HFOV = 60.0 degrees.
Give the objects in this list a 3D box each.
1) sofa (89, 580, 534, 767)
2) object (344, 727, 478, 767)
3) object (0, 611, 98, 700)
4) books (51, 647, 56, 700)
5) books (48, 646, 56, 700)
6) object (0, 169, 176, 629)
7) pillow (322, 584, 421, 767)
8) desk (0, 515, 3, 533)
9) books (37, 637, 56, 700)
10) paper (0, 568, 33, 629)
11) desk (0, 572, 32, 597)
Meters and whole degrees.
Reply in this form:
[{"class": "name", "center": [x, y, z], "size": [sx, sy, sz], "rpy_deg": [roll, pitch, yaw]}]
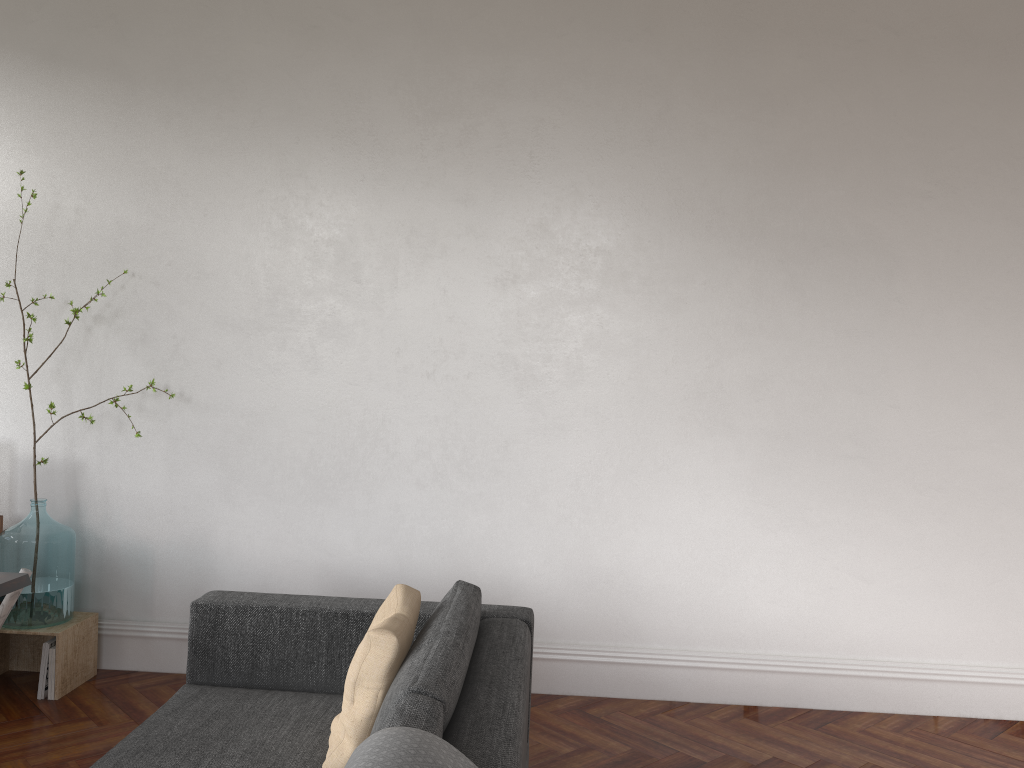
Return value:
[{"class": "sofa", "center": [-0.609, 1.089, 2.049], "size": [1.262, 0.829, 2.644], "rpy_deg": [2, 1, 2]}, {"class": "object", "center": [-0.139, 0.874, 1.423], "size": [0.400, 0.388, 0.752], "rpy_deg": [2, 1, 2]}, {"class": "object", "center": [-2.197, 1.238, 4.060], "size": [0.435, 0.317, 0.341], "rpy_deg": [2, 1, 2]}, {"class": "books", "center": [-2.006, 1.274, 3.964], "size": [0.012, 0.232, 0.170], "rpy_deg": [2, 1, 2]}, {"class": "books", "center": [-2.019, 1.274, 3.965], "size": [0.012, 0.232, 0.170], "rpy_deg": [2, 1, 2]}, {"class": "object", "center": [-1.975, 0.062, 4.092], "size": [0.807, 2.059, 0.353], "rpy_deg": [2, 2, -17]}, {"class": "pillow", "center": [-0.411, 0.867, 2.646], "size": [0.225, 0.460, 0.486], "rpy_deg": [2, 1, 2]}, {"class": "desk", "center": [-3.328, 0.963, 3.913], "size": [1.798, 0.758, 0.647], "rpy_deg": [2, 1, 2]}, {"class": "books", "center": [-2.049, 1.260, 3.973], "size": [0.054, 0.258, 0.187], "rpy_deg": [2, 1, 3]}, {"class": "paper", "center": [-2.189, 1.073, 3.694], "size": [0.330, 0.610, 0.047], "rpy_deg": [2, 2, -17]}, {"class": "desk", "center": [-2.229, 1.015, 1.982], "size": [1.030, 0.752, 2.225], "rpy_deg": [2, 1, 2]}]
